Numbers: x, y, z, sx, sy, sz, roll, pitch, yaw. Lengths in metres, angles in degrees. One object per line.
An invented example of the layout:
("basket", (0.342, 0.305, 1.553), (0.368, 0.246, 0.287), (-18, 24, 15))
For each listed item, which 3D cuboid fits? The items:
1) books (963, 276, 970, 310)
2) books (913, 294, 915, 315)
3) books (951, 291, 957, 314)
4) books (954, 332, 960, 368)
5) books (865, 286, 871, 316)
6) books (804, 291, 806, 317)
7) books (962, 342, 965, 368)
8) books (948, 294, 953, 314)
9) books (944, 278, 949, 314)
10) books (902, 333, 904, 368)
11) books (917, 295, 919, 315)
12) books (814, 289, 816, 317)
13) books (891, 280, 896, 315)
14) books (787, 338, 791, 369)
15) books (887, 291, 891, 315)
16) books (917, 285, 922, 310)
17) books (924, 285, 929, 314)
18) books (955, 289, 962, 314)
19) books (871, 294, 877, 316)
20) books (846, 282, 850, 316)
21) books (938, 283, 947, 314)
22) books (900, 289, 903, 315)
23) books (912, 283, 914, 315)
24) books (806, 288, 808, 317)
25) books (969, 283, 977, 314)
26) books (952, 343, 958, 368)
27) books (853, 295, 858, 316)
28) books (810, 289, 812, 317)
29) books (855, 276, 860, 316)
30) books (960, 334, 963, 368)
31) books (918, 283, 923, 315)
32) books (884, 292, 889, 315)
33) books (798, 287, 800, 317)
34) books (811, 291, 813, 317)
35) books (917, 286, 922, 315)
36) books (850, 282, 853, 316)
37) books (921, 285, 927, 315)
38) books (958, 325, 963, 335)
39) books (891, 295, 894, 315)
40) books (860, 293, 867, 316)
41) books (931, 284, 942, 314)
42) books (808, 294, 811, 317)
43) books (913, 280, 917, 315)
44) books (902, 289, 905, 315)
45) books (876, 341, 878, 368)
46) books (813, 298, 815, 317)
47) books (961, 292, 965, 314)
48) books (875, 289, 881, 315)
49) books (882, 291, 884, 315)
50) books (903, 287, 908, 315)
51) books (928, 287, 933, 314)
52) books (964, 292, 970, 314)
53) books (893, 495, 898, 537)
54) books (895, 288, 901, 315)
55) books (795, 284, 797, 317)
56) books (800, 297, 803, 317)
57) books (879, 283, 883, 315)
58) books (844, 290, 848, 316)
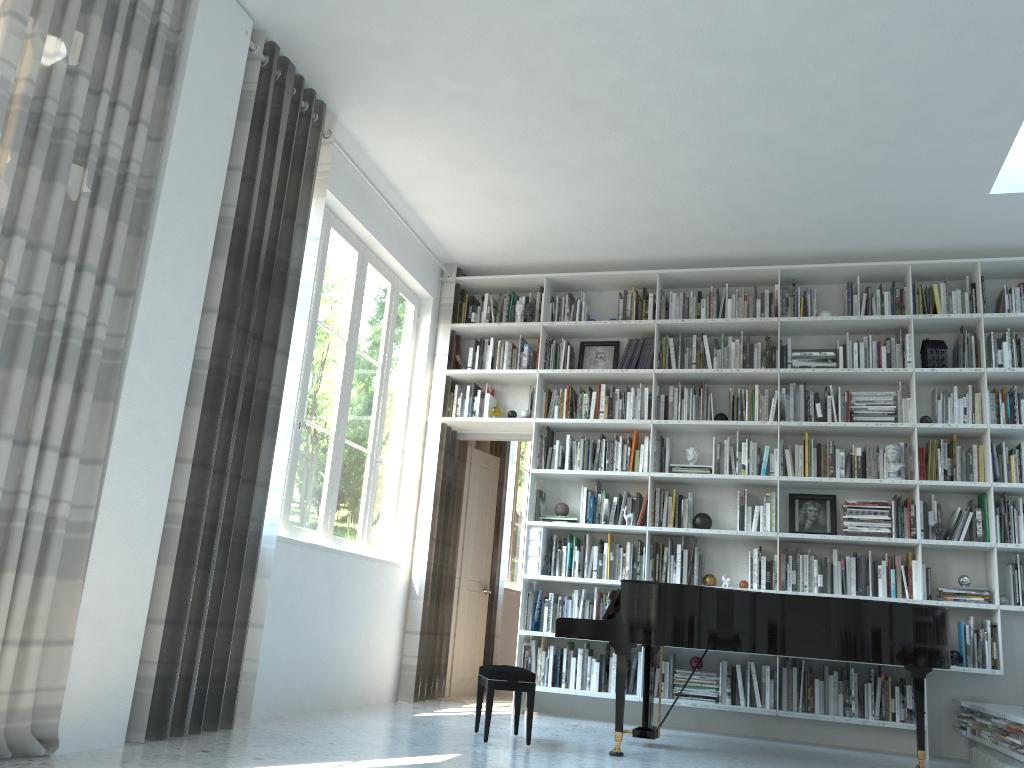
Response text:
("books", (3.066, -0.551, 5.980), (0.012, 0.328, 0.129), (0, -15, 17))
("books", (2.736, -0.492, 6.059), (0.016, 0.204, 0.143), (0, -16, 17))
("books", (2.961, -0.497, 5.967), (0.024, 0.201, 0.180), (0, -16, 17))
("books", (2.944, -0.183, 5.867), (0.021, 0.271, 0.191), (0, -16, 17))
("books", (2.467, -0.524, 6.146), (0.028, 0.269, 0.140), (0, -15, 17))
("books", (2.067, -0.515, 6.259), (0.014, 0.247, 0.139), (0, -15, 17))
("books", (2.978, -0.149, 5.878), (0.024, 0.216, 0.169), (0, -16, 17))
("books", (2.938, -0.487, 5.970), (0.022, 0.179, 0.173), (0, -16, 17))
("books", (2.928, -0.543, 5.992), (0.010, 0.296, 0.168), (0, -15, 17))
("books", (2.636, -0.184, 6.004), (0.010, 0.298, 0.134), (0, -15, 17))
("books", (2.754, -0.489, 6.041), (0.015, 0.192, 0.160), (0, -16, 17))
("books", (2.130, -0.522, 6.231), (0.011, 0.255, 0.144), (0, -15, 17))
("books", (2.623, -0.544, 6.101), (0.012, 0.307, 0.138), (0, -15, 17))
("books", (1.929, -0.170, 6.171), (0.021, 0.248, 0.192), (0, -16, 17))
("books", (2.592, -0.505, 6.113), (0.026, 0.233, 0.137), (0, -15, 17))
("books", (2.771, -0.525, 6.035), (0.006, 0.259, 0.166), (0, -16, 17))
("books", (2.820, -0.523, 6.031), (0.008, 0.261, 0.142), (0, -15, 17))
("books", (2.987, -0.504, 5.957), (0.031, 0.212, 0.170), (0, -16, 17))
("books", (2.489, -0.497, 6.111), (0.033, 0.202, 0.167), (0, -16, 17))
("books", (2.336, -0.541, 6.168), (0.014, 0.291, 0.176), (0, -15, 17))
("books", (2.913, -0.527, 6.011), (0.030, 0.273, 0.152), (0, -15, 17))
("books", (2.660, -0.512, 6.083), (0.014, 0.243, 0.145), (0, -15, 17))
("books", (2.721, -0.534, 6.052), (0.008, 0.278, 0.171), (0, -15, 17))
("books", (2.079, -0.525, 6.251), (0.013, 0.263, 0.147), (0, -15, 17))
("books", (3.074, -0.524, 5.934), (0.029, 0.252, 0.187), (0, -16, 17))
("books", (2.944, -0.146, 5.892), (0.019, 0.213, 0.156), (0, -16, 17))
("books", (2.380, -0.495, 6.163), (0.031, 0.208, 0.147), (0, -16, 17))
("books", (2.100, -0.522, 6.237), (0.005, 0.254, 0.168), (0, -16, 17))
("books", (2.398, -0.560, 6.152), (0.010, 0.330, 0.186), (0, -15, 17))
("books", (2.964, -0.179, 5.875), (0.022, 0.271, 0.182), (0, -16, 17))
("books", (2.781, -0.531, 6.046), (0.007, 0.278, 0.150), (0, -15, 17))
("books", (2.555, -0.502, 6.075), (0.023, 0.201, 0.193), (0, -16, 17))
("books", (2.023, -0.529, 6.255), (0.011, 0.264, 0.164), (0, -15, 17))
("books", (2.114, -0.514, 6.252), (0.013, 0.249, 0.148), (0, -15, 17))
("books", (2.760, -0.519, 6.020), (0.007, 0.238, 0.192), (0, -16, 17))
("books", (2.360, -0.540, 6.169), (0.011, 0.295, 0.157), (0, -15, 17))
("books", (2.797, -0.525, 6.029), (0.034, 0.260, 0.158), (0, -15, 17))
("books", (2.978, -0.207, 5.895), (0.025, 0.338, 0.143), (0, -15, 17))
("books", (2.608, -0.492, 6.098), (0.014, 0.204, 0.135), (0, -16, 17))
("books", (2.423, -0.501, 6.133), (0.050, 0.210, 0.173), (0, -16, 17))
("books", (2.866, -0.523, 6.001), (0.054, 0.254, 0.191), (0, -16, 17))
("books", (2.089, -0.504, 6.238), (0.016, 0.218, 0.144), (0, -16, 17))
("books", (2.746, -0.542, 6.052), (0.007, 0.297, 0.181), (0, -15, 17))
("books", (2.671, -0.512, 6.071), (0.014, 0.238, 0.153), (0, -16, 17))
("books", (2.475, -0.156, 6.038), (0.011, 0.238, 0.140), (0, -15, 17))
("books", (2.120, -0.487, 6.231), (0.010, 0.186, 0.153), (0, -16, 17))
("books", (3.019, -0.494, 5.967), (0.025, 0.203, 0.162), (0, -16, 17))
("books", (2.519, -0.512, 6.112), (0.023, 0.236, 0.154), (0, -16, 17))
("books", (2.543, -0.504, 6.097), (0.012, 0.216, 0.180), (0, -16, 17))
("books", (2.691, -0.519, 6.074), (0.022, 0.256, 0.137), (0, -15, 17))
("books", (2.825, -0.514, 6.008), (0.015, 0.233, 0.171), (0, -16, 17))
("books", (3.039, -0.491, 5.952), (0.022, 0.193, 0.182), (0, -16, 17))
("books", (2.487, 0.878, 5.750), (0.011, 0.298, 0.130), (0, -15, 17))
("books", (2.638, -0.515, 6.080), (0.028, 0.243, 0.161), (0, -16, 17))
("books", (2.008, -0.540, 6.278), (0.010, 0.295, 0.153), (0, -15, 17))
("books", (2.040, -0.492, 6.253), (0.023, 0.195, 0.172), (0, -16, 17))
("books", (2.532, -0.533, 6.098), (0.010, 0.269, 0.180), (0, -16, 17))
("books", (2.327, -0.514, 6.182), (0.012, 0.245, 0.151), (0, -15, 17))
